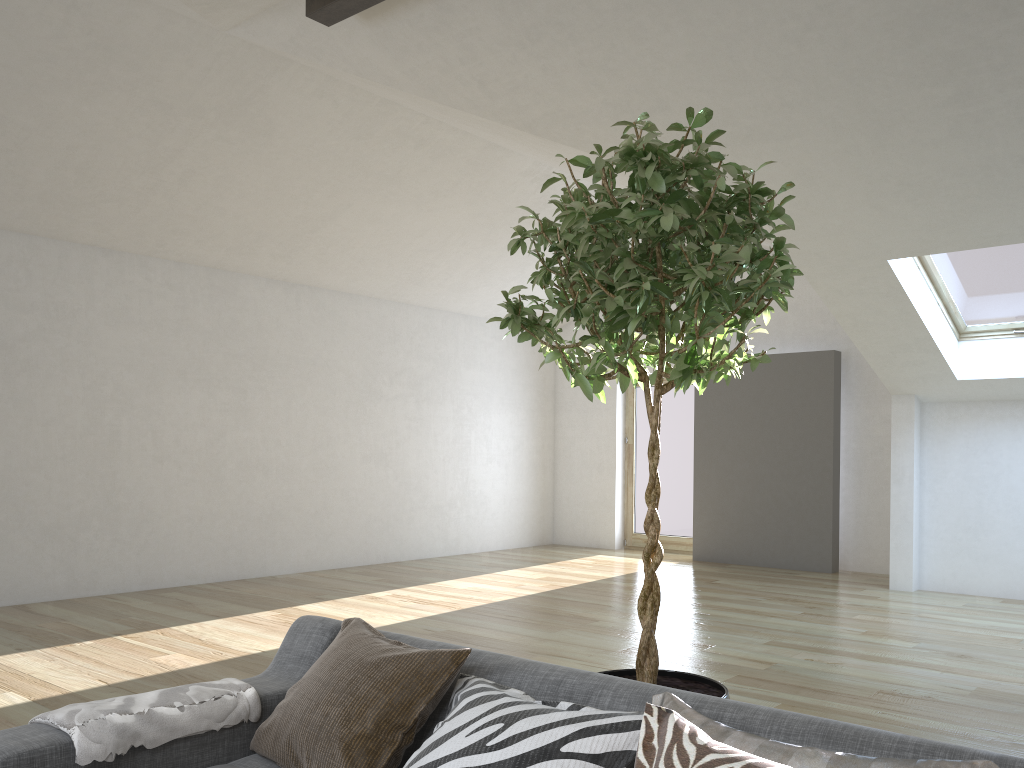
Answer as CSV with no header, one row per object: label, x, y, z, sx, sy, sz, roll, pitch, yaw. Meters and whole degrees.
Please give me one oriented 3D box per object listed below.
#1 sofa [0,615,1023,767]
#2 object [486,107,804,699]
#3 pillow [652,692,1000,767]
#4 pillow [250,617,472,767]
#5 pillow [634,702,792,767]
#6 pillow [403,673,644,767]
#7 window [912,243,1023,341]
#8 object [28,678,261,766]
sofa,0.068,0.932,1.512,2.458,0.683,1.028,-3,-5,40
object,0.327,0.329,2.292,0.796,2.018,0.817,0,-1,19
pillow,0.430,0.733,1.443,0.641,0.318,0.263,-2,-3,41
pillow,-0.386,0.770,2.122,0.309,0.337,0.578,2,-4,-40
pillow,0.368,0.694,1.267,0.557,0.340,0.281,-3,-3,44
pillow,-0.022,0.777,1.760,0.560,0.283,0.359,-2,-4,40
window,3.583,-0.719,6.412,1.470,0.728,1.907,-2,-5,40
object,-0.890,0.946,2.151,0.357,0.418,0.482,-1,-3,43
